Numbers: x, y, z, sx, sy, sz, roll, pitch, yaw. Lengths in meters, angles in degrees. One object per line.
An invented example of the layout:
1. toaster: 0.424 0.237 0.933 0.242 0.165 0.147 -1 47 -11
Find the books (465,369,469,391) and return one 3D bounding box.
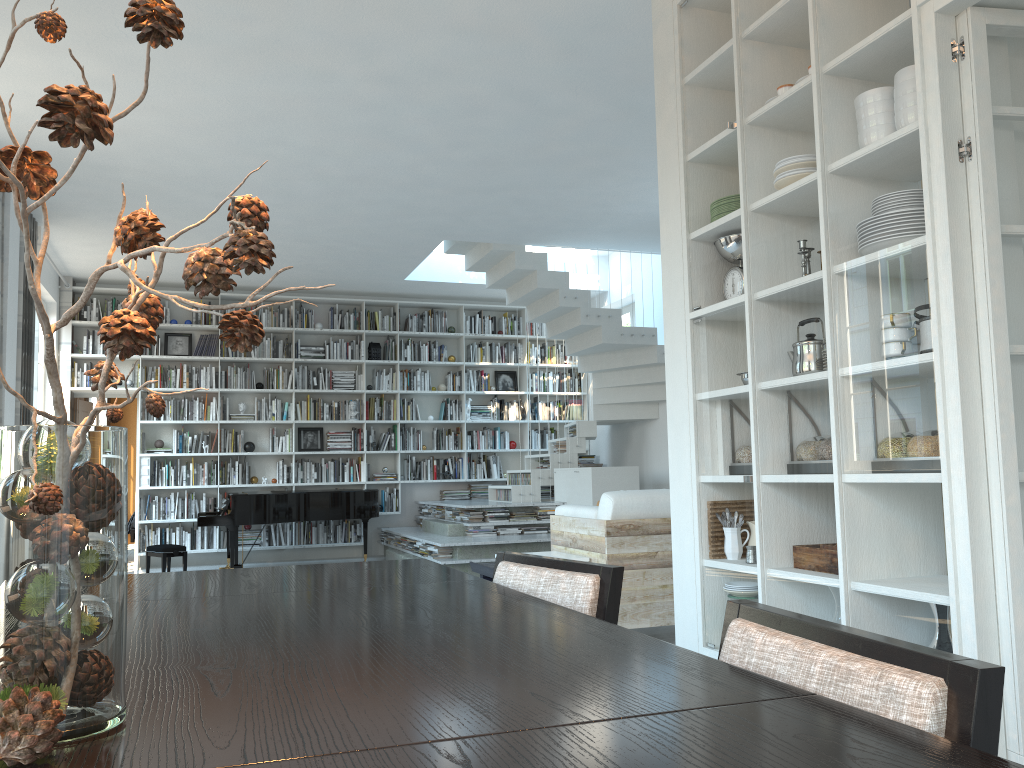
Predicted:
1. books: -0.584 -0.036 11.387 0.015 0.300 0.140 1 -6 -19

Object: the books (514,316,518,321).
1. books: 0.040 -0.746 11.678 0.025 0.279 0.136 1 -6 -19

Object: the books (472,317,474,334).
1. books: -0.529 -0.731 11.461 0.024 0.231 0.169 1 -6 -19

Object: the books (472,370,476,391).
1. books: -0.496 -0.026 11.420 0.012 0.285 0.159 1 -6 -19

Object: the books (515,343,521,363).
1. books: 0.076 -0.384 11.642 0.026 0.283 0.147 1 -6 -19

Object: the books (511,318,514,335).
1. books: -0.017 -0.727 11.631 0.018 0.235 0.186 1 -6 -19

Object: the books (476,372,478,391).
1. books: -0.473 -0.017 11.438 0.043 0.268 0.131 1 -6 -19

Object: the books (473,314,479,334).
1. books: -0.470 -0.754 11.484 0.048 0.278 0.150 1 -6 -19

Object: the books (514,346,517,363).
1. books: 0.018 -0.364 11.614 0.030 0.241 0.162 1 -6 -19

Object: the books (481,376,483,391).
1. books: -0.404 0.011 11.420 0.013 0.206 0.190 1 -6 -19

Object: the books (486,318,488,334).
1. books: -0.352 -0.732 11.519 0.022 0.236 0.172 1 -6 -19

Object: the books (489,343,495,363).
1. books: -0.273 -0.385 11.468 0.032 0.265 0.246 1 -6 -19

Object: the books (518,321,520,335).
1. books: 0.066 -0.711 11.689 0.031 0.211 0.131 1 -6 -19

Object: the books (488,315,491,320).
1. books: -0.301 -0.750 11.561 0.012 0.278 0.153 1 -6 -19

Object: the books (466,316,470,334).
1. books: -0.577 -0.742 11.442 0.025 0.250 0.178 1 -6 -19

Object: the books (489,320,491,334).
1. books: -0.308 -0.715 11.527 0.024 0.202 0.190 1 -6 -19

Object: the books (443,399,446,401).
1. books: -0.850 0.333 11.266 0.016 0.290 0.135 1 -6 -19

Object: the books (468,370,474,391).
1. books: -0.534 -0.029 11.400 0.065 0.288 0.146 1 -6 -19

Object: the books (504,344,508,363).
1. books: -0.087 -0.376 11.584 0.023 0.263 0.156 1 -6 -19

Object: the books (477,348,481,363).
1. books: -0.445 -0.354 11.444 0.025 0.207 0.175 1 -6 -19

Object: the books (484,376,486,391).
1. books: -0.374 0.010 11.447 0.033 0.212 0.153 1 -6 -19

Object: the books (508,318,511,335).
1. books: -0.058 -0.734 11.624 0.031 0.248 0.164 1 -6 -19

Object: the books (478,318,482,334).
1. books: -0.433 -0.730 11.497 0.030 0.230 0.148 1 -6 -19

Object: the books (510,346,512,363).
1. books: -0.036 -0.369 11.597 0.011 0.248 0.152 1 -6 -19

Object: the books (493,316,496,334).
1. books: -0.248 -0.741 11.562 0.030 0.257 0.165 1 -6 -19

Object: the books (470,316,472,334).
1. books: -0.551 -0.738 11.446 0.026 0.241 0.185 1 -6 -19

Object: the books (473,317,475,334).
1. books: -0.511 -0.738 11.487 0.027 0.249 0.140 1 -6 -19

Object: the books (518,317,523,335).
1. books: 0.099 -0.739 11.680 0.026 0.263 0.163 1 -6 -19

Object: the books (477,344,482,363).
1. books: -0.423 -0.380 11.459 0.026 0.261 0.167 1 -6 -19

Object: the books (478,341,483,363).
1. books: -0.409 -0.397 11.474 0.011 0.296 0.162 1 -6 -19

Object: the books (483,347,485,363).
1. books: -0.389 -0.361 11.478 0.030 0.224 0.158 1 -6 -19

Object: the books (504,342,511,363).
1. books: -0.062 -0.393 11.579 0.022 0.294 0.181 1 -6 -19

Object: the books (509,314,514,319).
1. books: -0.006 -0.757 11.658 0.020 0.299 0.131 1 -6 -19

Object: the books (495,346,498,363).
1. books: -0.220 -0.363 11.515 0.030 0.229 0.187 1 -6 -19

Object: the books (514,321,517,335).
1. books: 0.022 -0.714 11.649 0.029 0.209 0.169 1 -6 -19

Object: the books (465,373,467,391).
1. books: -0.609 -0.011 11.390 0.030 0.253 0.128 1 -6 -19

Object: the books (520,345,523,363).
1. books: 0.104 -0.375 11.649 0.031 0.265 0.169 1 -6 -19

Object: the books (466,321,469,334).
1. books: -0.595 -0.710 11.420 0.022 0.182 0.190 1 -6 -19

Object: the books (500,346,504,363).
1. books: -0.140 -0.367 11.547 0.014 0.239 0.189 1 -6 -19

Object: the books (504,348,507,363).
1. books: -0.109 -0.355 11.564 0.031 0.217 0.165 1 -6 -19

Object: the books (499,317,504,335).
1. books: -0.138 -0.740 11.589 0.019 0.255 0.169 1 -6 -19

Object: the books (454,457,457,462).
1. books: -0.719 1.068 11.243 0.012 0.282 0.143 1 -6 -19

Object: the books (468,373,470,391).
1. books: -0.568 -0.010 11.380 0.011 0.247 0.156 1 -6 -19

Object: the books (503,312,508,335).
1. books: -0.083 -0.770 11.620 0.007 0.320 0.166 1 -6 -19

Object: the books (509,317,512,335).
1. books: -0.041 -0.736 11.646 0.017 0.256 0.146 1 -6 -19

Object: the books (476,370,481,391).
1. books: -0.440 -0.028 11.425 0.012 0.287 0.176 1 -6 -19

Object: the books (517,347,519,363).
1. books: 0.053 -0.359 11.636 0.022 0.234 0.158 1 -6 -19

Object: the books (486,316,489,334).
1. books: -0.335 -0.740 11.535 0.021 0.253 0.151 1 -6 -19

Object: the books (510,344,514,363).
1. books: -0.011 -0.381 11.598 0.036 0.272 0.177 1 -6 -19

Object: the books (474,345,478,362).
1. books: -0.478 -0.374 11.459 0.026 0.250 0.130 1 -6 -19

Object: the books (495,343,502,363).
1. books: -0.178 -0.386 11.561 0.048 0.283 0.162 1 -6 -19

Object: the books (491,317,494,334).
1. books: -0.272 -0.738 11.567 0.012 0.254 0.161 1 -6 -19

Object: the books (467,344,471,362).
1. books: -0.554 -0.377 11.425 0.012 0.254 0.161 1 -6 -19

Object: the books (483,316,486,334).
1. books: -0.369 -0.745 11.513 0.014 0.261 0.168 1 -6 -19

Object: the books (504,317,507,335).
1. books: -0.109 -0.736 11.608 0.016 0.251 0.189 1 -6 -19

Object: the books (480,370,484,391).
1. books: -0.396 -0.027 11.438 0.014 0.284 0.175 1 -6 -19

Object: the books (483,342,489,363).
1. books: -0.338 -0.392 11.492 0.026 0.287 0.156 1 -6 -19

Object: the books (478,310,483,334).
1. books: -0.410 -0.781 11.499 0.014 0.331 0.180 1 -6 -19

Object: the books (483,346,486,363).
1. books: -0.368 -0.365 11.501 0.024 0.236 0.146 1 -6 -19

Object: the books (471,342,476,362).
1. books: -0.512 -0.391 11.439 0.051 0.282 0.167 1 -6 -19
